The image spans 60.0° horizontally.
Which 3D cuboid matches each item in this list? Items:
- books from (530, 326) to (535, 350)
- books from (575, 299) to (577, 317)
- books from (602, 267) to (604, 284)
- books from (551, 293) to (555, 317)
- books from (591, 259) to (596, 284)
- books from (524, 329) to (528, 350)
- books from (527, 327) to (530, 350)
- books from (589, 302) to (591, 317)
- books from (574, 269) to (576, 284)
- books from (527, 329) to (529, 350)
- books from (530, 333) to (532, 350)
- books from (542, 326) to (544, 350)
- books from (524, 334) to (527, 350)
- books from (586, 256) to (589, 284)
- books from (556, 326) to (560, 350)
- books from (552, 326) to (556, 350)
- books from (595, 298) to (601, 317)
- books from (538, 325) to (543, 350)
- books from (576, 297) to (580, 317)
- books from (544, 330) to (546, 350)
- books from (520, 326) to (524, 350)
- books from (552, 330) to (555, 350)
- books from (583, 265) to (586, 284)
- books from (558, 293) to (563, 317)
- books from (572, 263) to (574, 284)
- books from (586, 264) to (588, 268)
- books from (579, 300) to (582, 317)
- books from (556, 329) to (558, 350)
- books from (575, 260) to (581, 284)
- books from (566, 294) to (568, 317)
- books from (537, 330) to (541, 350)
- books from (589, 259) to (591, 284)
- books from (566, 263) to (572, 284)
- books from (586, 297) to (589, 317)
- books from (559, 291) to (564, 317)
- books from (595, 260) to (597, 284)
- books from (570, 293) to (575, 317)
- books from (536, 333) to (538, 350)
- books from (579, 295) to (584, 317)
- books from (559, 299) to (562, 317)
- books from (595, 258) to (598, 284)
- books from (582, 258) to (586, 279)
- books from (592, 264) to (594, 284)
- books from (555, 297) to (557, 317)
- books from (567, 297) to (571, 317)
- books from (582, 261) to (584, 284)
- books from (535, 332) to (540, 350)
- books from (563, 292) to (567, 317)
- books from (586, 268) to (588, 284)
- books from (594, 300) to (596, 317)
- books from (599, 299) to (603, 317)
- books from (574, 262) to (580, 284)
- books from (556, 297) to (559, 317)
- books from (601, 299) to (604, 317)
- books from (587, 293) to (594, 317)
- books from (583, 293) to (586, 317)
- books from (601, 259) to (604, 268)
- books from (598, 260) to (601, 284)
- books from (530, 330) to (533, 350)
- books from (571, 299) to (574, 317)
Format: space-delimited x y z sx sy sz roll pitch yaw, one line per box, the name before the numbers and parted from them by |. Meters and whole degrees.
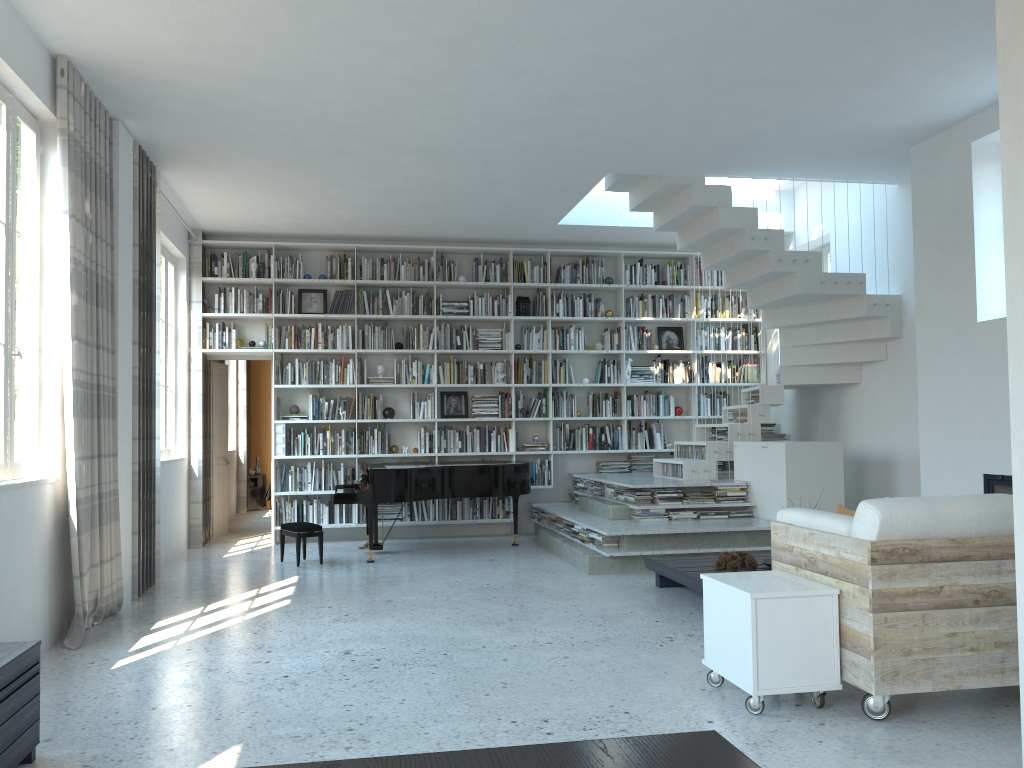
books | 0.227 -0.495 9.838 0.028 0.275 0.187 0 -3 -11
books | 0.703 -0.833 9.972 0.025 0.216 0.144 0 -3 -11
books | 1.007 -1.198 10.027 0.014 0.208 0.188 0 -3 -11
books | 0.457 -0.867 9.913 0.012 0.285 0.159 0 -3 -11
books | 0.913 -1.246 10.013 0.008 0.307 0.183 0 -3 -11
books | 0.147 -0.477 9.855 0.024 0.242 0.159 0 -3 -11
books | 0.179 -0.494 9.858 0.019 0.275 0.146 0 -2 -11
books | 0.857 -0.817 9.988 0.027 0.181 0.176 0 -3 -11
books | 0.689 -1.186 9.998 0.031 0.190 0.132 0 -3 -11
books | 0.165 -0.481 9.853 0.028 0.250 0.164 0 -3 -11
books | 0.191 -0.460 9.857 0.023 0.207 0.171 0 -3 -11
books | 0.329 -0.495 9.879 0.025 0.277 0.173 0 -3 -11
books | 0.133 -0.449 9.830 0.028 0.185 0.181 0 -3 -11
books | 0.841 -1.257 10.002 0.007 0.329 0.183 0 -3 -11
books | 0.513 -0.499 9.937 0.014 0.284 0.135 0 -2 -11
books | 0.467 -0.497 9.916 0.014 0.278 0.154 0 -2 -11
books | 0.956 -0.844 9.997 0.054 0.235 0.171 0 -3 -11
books | 0.313 -0.503 9.878 0.028 0.293 0.154 0 -2 -11
books | 0.728 -0.844 9.966 0.023 0.236 0.149 0 -3 -11
books | 0.349 -0.472 9.865 0.028 0.229 0.177 0 -3 -11
books | 0.116 -0.498 9.851 0.018 0.285 0.159 0 -3 -11
books | 0.445 -0.478 9.915 0.030 0.242 0.138 0 -3 -11
books | 0.798 -1.208 9.989 0.018 0.231 0.160 0 -3 -11
books | 0.540 -0.866 9.935 0.011 0.283 0.173 0 -3 -11
books | 0.666 -1.220 9.977 0.021 0.256 0.169 0 -3 -11
books | 0.834 -1.218 10.000 0.008 0.251 0.170 0 -3 -11
books | 0.753 -0.831 9.954 0.021 0.209 0.181 0 -3 -11
books | 0.484 -0.482 9.902 0.014 0.247 0.176 0 -3 -11
books | 0.746 -1.238 9.993 0.024 0.292 0.167 0 -3 -11
books | 0.603 -0.862 9.962 0.012 0.276 0.133 0 -2 -11
books | 0.297 -0.474 9.872 0.024 0.234 0.149 0 -3 -11
books | 0.855 -1.243 9.988 0.015 0.299 0.183 0 -3 -11
books | 0.641 -1.219 9.971 0.030 0.255 0.161 0 -3 -11
books | 0.829 -0.845 9.979 0.030 0.238 0.186 0 -3 -11
books | 0.554 -0.878 9.932 0.014 0.306 0.152 0 -2 -11
books | 0.936 -1.242 10.029 0.019 0.299 0.137 0 -2 -11
books | 0.684 -0.866 9.972 0.013 0.284 0.154 0 -2 -11
books | 0.259 -0.455 9.857 0.027 0.196 0.185 0 -3 -11
books | 0.777 -0.858 9.976 0.012 0.264 0.156 0 -3 -11
books | 0.525 -0.829 9.914 0.026 0.207 0.181 0 -3 -11
books | 0.946 -1.252 10.049 0.008 0.321 0.133 0 -2 -11
books | 0.809 -1.248 9.998 0.006 0.312 0.179 0 -3 -11
books | 0.896 -1.219 10.018 0.024 0.252 0.150 0 -3 -11
books | 0.477 -0.844 9.930 0.012 0.239 0.138 0 -3 -11
books | 0.627 -0.846 9.942 0.027 0.241 0.160 0 -3 -11
books | 0.782 -1.234 10.006 0.007 0.285 0.159 0 -3 -11
books | 0.280 -0.462 9.861 0.029 0.211 0.158 0 -3 -11
books | 0.588 -0.872 9.953 0.021 0.296 0.138 0 -2 -11
books | 0.824 -1.194 9.982 0.018 0.201 0.188 0 -3 -11
books | 0.913 -0.832 10.001 0.030 0.213 0.157 0 -3 -11
books | 0.977 -0.835 10.010 0.048 0.216 0.182 0 -3 -11
books | 0.725 -1.222 9.965 0.028 0.258 0.185 0 -3 -11
books | 0.496 -0.846 9.928 0.026 0.243 0.148 0 -3 -11
books | 1.010 -0.840 10.034 0.026 0.229 0.140 0 -3 -11
books | 0.886 -0.869 9.982 0.029 0.285 0.183 0 -3 -11
books | 0.805 -0.867 9.995 0.012 0.285 0.159 0 -3 -11
books | 1.016 -1.246 10.032 0.006 0.306 0.163 0 -2 -11
books | 0.968 -1.241 10.024 0.013 0.297 0.188 0 -3 -11
books | 0.207 -0.474 9.855 0.023 0.236 0.178 0 -3 -11
books | 0.664 -0.836 9.971 0.028 0.223 0.142 0 -3 -11
